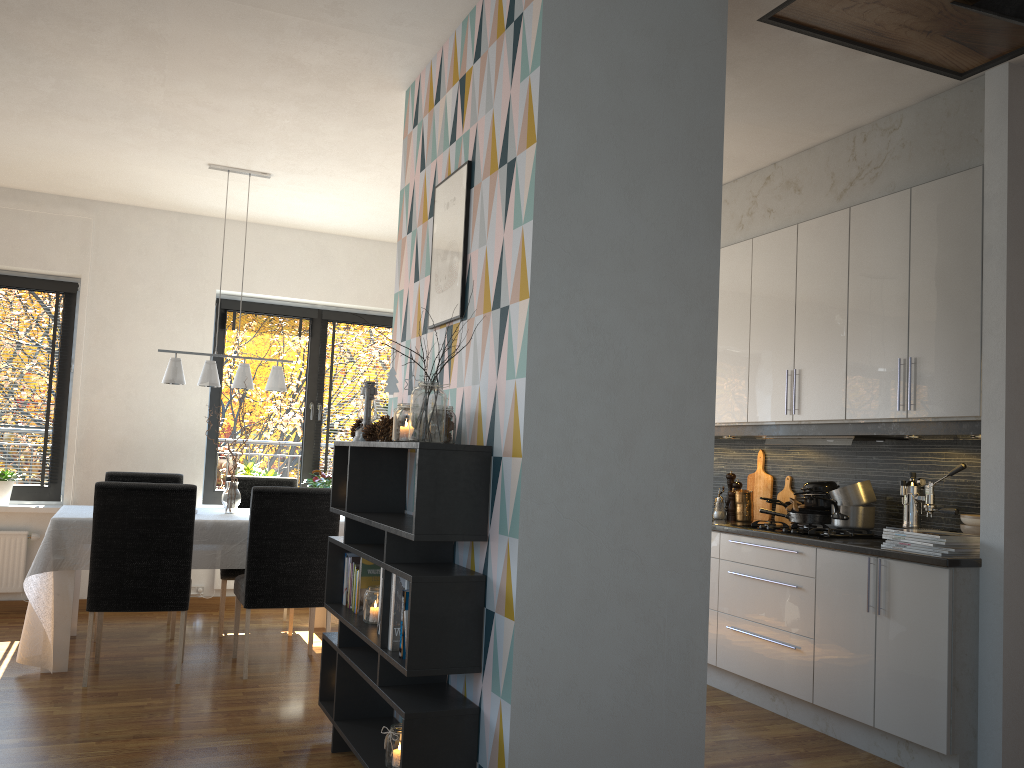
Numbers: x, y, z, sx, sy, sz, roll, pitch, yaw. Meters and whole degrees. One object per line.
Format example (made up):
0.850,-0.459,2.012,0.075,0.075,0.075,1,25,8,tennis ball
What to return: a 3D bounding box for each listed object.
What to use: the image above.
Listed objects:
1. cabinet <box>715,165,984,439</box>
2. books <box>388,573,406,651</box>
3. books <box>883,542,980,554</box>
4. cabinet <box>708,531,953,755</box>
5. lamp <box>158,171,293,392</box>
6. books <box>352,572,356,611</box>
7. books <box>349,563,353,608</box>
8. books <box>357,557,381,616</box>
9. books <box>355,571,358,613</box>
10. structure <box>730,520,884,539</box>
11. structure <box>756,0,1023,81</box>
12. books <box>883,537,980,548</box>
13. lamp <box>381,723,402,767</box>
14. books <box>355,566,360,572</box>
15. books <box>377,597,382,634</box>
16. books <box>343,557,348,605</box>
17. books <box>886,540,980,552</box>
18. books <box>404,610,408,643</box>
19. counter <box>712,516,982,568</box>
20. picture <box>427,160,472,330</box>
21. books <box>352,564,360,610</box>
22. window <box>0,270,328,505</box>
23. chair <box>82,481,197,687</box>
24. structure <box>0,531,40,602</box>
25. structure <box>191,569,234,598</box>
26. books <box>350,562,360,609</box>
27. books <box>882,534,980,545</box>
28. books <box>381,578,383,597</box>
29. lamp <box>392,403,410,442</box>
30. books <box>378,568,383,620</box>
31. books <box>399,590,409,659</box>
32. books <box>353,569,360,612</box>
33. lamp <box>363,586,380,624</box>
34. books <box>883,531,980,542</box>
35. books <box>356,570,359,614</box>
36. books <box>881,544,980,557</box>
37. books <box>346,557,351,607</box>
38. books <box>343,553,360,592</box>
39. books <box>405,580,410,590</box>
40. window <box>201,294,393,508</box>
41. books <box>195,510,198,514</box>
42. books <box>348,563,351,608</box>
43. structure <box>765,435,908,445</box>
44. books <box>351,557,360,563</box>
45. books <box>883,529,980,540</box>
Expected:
1.192,-0.205,5.508,0.458,1.068,4.238,4,-5,-23,cabinet
-0.322,0.741,2.932,0.161,0.265,0.048,4,-4,-23,books
1.726,0.666,3.603,0.252,0.011,0.318,5,-5,-24,books
0.794,1.163,5.267,0.040,0.690,4.226,4,-5,-23,cabinet
-1.649,-0.618,5.235,0.760,1.283,0.131,4,-4,-23,lamp
-0.590,0.836,3.580,0.100,0.155,0.013,4,-4,-23,books
-0.607,0.828,3.641,0.116,0.181,0.015,4,-4,-23,books
-0.543,0.793,3.508,0.127,0.235,0.029,4,-4,-23,books
-0.575,0.829,3.537,0.096,0.165,0.022,4,-4,-23,books
1.489,0.725,4.440,0.501,0.041,0.662,5,-5,-23,structure
1.540,-0.576,0.971,2.686,4.127,4.585,5,-5,-24,structure
1.729,0.647,3.633,0.252,0.011,0.319,4,-5,-12,books
-0.379,1.210,2.963,0.106,0.130,0.098,4,-4,-22,lamp
-0.590,0.828,3.594,0.099,0.174,0.012,4,-4,-23,books
-0.408,0.783,3.145,0.118,0.206,0.063,4,-4,-23,books
-0.639,0.826,3.717,0.126,0.194,0.025,4,-4,-23,books
1.733,0.655,3.589,0.253,0.011,0.318,5,-5,-27,books
-0.283,0.782,2.760,0.098,0.149,0.067,4,-4,-23,books
1.071,0.896,5.401,0.622,0.192,4.252,5,-5,-23,counter
-0.234,-0.499,3.274,0.014,0.558,0.365,4,-4,-23,picture
-0.588,0.826,3.610,0.116,0.181,0.015,4,-4,-23,books
-7.964,2.880,16.754,12.971,18.352,21.854,2,-4,7,window
-1.868,0.972,4.493,0.462,0.959,0.545,4,-4,-18,chair
-3.689,1.151,5.578,1.458,0.459,0.078,5,-4,-25,structure
-1.589,1.323,6.489,1.457,0.459,0.078,5,-4,-22,structure
-0.594,0.824,3.627,0.121,0.187,0.021,4,-4,-23,books
1.730,0.635,3.618,0.252,0.011,0.318,5,-5,-22,books
-0.417,0.797,3.214,0.119,0.190,0.011,4,-4,-23,books
-0.350,0.132,2.975,0.098,0.130,0.106,3,-4,-11,lamp
-0.421,0.772,3.243,0.130,0.245,0.021,4,-4,-23,books
-0.289,0.762,2.816,0.128,0.212,0.038,4,-4,-23,books
-0.577,0.829,3.557,0.109,0.169,0.014,4,-4,-23,books
-0.516,0.831,3.346,0.106,0.130,0.098,2,-4,12,lamp
1.740,0.626,3.635,0.252,0.011,0.318,5,-5,-22,books
-0.568,0.826,3.522,0.096,0.170,0.012,4,-4,-23,books
1.721,0.678,3.613,0.252,0.011,0.318,4,-5,-20,books
-0.625,0.822,3.692,0.123,0.199,0.032,4,-4,-23,books
-0.646,0.820,3.745,0.127,0.209,0.029,4,-4,-23,books
-0.268,0.740,2.857,0.167,0.263,0.015,4,-4,-23,books
-1.547,0.174,6.837,1.562,1.586,0.120,5,-4,-23,window
-1.934,0.716,4.976,0.278,0.022,0.204,2,-5,3,books
-0.614,0.828,3.654,0.116,0.181,0.015,4,-4,-23,books
1.638,0.245,4.518,0.362,0.148,0.624,5,-5,-23,structure
-0.614,0.819,3.671,0.115,0.203,0.014,4,-4,-23,books
1.742,0.617,3.645,0.252,0.011,0.318,4,-5,-17,books
